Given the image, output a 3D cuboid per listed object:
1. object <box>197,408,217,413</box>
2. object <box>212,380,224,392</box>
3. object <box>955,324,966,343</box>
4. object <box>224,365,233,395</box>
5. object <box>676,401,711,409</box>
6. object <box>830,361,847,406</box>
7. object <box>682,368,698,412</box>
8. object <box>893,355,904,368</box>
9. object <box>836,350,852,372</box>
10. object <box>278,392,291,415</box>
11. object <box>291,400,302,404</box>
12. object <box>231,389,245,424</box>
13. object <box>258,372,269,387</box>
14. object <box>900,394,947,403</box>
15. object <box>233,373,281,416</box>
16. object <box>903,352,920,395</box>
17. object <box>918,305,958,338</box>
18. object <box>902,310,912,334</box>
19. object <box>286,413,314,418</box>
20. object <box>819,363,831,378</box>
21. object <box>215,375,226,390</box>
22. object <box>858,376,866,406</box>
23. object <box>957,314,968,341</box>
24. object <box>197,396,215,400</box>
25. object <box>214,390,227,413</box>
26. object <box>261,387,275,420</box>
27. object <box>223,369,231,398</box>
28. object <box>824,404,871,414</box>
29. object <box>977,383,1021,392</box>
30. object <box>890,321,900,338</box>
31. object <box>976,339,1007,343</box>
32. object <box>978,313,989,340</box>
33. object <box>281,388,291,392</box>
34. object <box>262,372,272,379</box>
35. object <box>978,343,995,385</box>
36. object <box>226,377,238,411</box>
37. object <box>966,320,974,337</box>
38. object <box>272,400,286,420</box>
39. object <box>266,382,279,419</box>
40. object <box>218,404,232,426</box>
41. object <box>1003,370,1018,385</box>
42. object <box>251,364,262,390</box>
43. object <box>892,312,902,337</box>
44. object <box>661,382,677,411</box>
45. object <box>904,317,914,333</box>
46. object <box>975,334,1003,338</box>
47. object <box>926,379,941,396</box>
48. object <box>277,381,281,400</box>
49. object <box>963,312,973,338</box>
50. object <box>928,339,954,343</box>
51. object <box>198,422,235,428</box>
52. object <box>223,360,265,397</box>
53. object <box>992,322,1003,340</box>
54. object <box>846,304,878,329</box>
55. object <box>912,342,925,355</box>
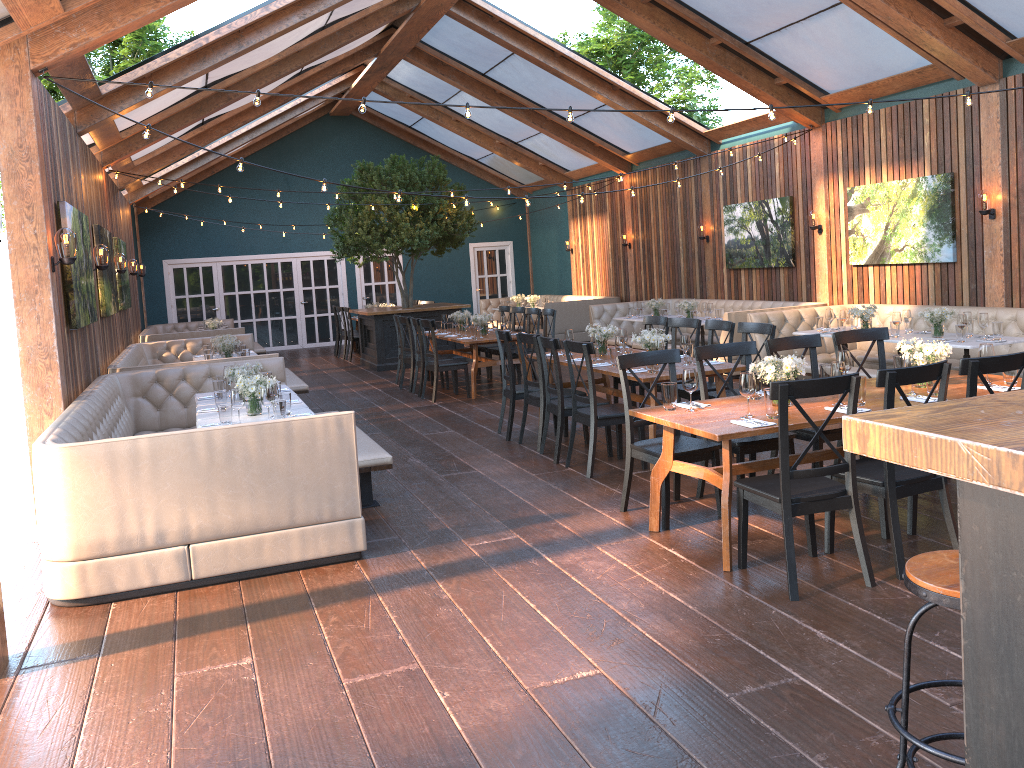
[{"bbox_3d":[-2.273,0.190,6.759,0.255,0.019,0.158,-6,8,-19],"label":"object"},{"bbox_3d":[-2.435,0.050,7.350,0.092,0.157,0.092,-7,6,-33],"label":"object"},{"bbox_3d":[4.080,-0.458,8.038,0.092,0.157,0.092,-7,6,-33],"label":"object"},{"bbox_3d":[-2.449,-0.035,7.669,0.092,0.243,0.093,-1,5,28],"label":"object"},{"bbox_3d":[1.078,0.123,5.258,0.158,0.019,0.256,-6,8,-19],"label":"object"},{"bbox_3d":[1.843,-0.003,4.993,0.092,0.243,0.093,-2,5,23],"label":"object"},{"bbox_3d":[1.028,0.035,5.091,0.092,0.243,0.093,-2,5,23],"label":"object"},{"bbox_3d":[2.528,-0.107,5.753,0.092,0.157,0.092,-3,5,7],"label":"object"},{"bbox_3d":[2.057,-0.083,5.477,0.092,0.243,0.093,-2,5,23],"label":"object"},{"bbox_3d":[-1.613,0.141,6.294,0.092,0.157,0.092,-7,6,-33],"label":"object"},{"bbox_3d":[-1.766,0.143,6.870,0.255,0.019,0.158,-6,8,-19],"label":"object"},{"bbox_3d":[-1.843,0.158,5.963,0.092,0.243,0.093,-2,5,23],"label":"object"},{"bbox_3d":[-1.933,0.036,6.905,0.092,0.243,0.093,-2,5,23],"label":"object"},{"bbox_3d":[2.313,0.077,5.015,0.158,0.019,0.256,-6,8,-19],"label":"object"},{"bbox_3d":[-1.863,0.067,6.397,0.336,0.308,0.331,2,8,44],"label":"object"},{"bbox_3d":[2.337,-0.059,5.171,0.092,0.243,0.093,-2,5,23],"label":"object"},{"bbox_3d":[4.113,-0.606,8.558,0.336,0.308,0.331,2,8,44],"label":"object"},{"bbox_3d":[4.047,-0.638,9.067,0.092,0.243,0.093,-2,5,23],"label":"object"},{"bbox_3d":[-1.508,0.222,6.166,0.255,0.019,0.158,-6,8,-19],"label":"object"},{"bbox_3d":[1.979,-0.044,5.550,0.092,0.157,0.092,-3,5,7],"label":"object"},{"bbox_3d":[-2.537,0.005,7.732,0.092,0.157,0.092,-7,6,-33],"label":"object"},{"bbox_3d":[1.936,0.040,4.949,0.092,0.157,0.092,-3,5,7],"label":"object"},{"bbox_3d":[4.137,-0.517,8.126,0.092,0.243,0.093,-2,5,23],"label":"object"},{"bbox_3d":[-2.531,0.108,7.487,0.255,0.019,0.158,-6,8,-19],"label":"object"},{"bbox_3d":[-2.177,0.133,6.622,0.092,0.157,0.092,-7,6,-33],"label":"object"},{"bbox_3d":[-1.644,0.145,5.967,0.092,0.243,0.093,-2,5,23],"label":"object"},{"bbox_3d":[-2.378,-0.008,7.438,0.092,0.243,0.093,-1,5,28],"label":"object"},{"bbox_3d":[1.821,0.132,4.843,0.158,0.019,0.256,-6,8,-19],"label":"object"},{"bbox_3d":[2.850,0.016,5.215,0.158,0.019,0.256,-6,8,-19],"label":"object"},{"bbox_3d":[3.803,-0.542,8.785,0.092,0.157,0.092,-7,6,-33],"label":"object"},{"bbox_3d":[4.302,-0.394,7.977,0.158,0.019,0.256,-6,8,-19],"label":"object"},{"bbox_3d":[4.336,-0.530,8.130,0.092,0.243,0.093,-2,5,23],"label":"object"},{"bbox_3d":[-2.040,0.058,7.622,0.255,0.019,0.158,-6,8,-19],"label":"object"},{"bbox_3d":[-2.145,-0.022,7.750,0.092,0.157,0.092,-7,6,-33],"label":"object"},{"bbox_3d":[2.885,-0.122,5.377,0.092,0.243,0.093,-2,5,23],"label":"object"},{"bbox_3d":[-2.120,0.074,6.710,0.092,0.243,0.093,-2,5,23],"label":"object"},{"bbox_3d":[4.367,-0.533,8.457,0.092,0.157,0.092,-7,6,-33],"label":"object"},{"bbox_3d":[-1.550,0.189,5.910,0.092,0.157,0.092,-7,6,-33],"label":"object"},{"bbox_3d":[-1.676,0.115,6.200,0.092,0.243,0.093,-2,5,23],"label":"object"},{"bbox_3d":[-1.901,0.216,5.875,0.092,0.157,0.092,-7,6,-33],"label":"object"},{"bbox_3d":[2.997,-0.078,5.321,0.092,0.157,0.092,-3,5,7],"label":"object"},{"bbox_3d":[-2.208,-0.049,7.656,0.092,0.243,0.093,-1,5,28],"label":"object"},{"bbox_3d":[3.861,-0.600,8.873,0.092,0.243,0.093,-2,5,23],"label":"object"},{"bbox_3d":[0.920,0.075,5.169,0.092,0.157,0.092,-3,5,7],"label":"object"},{"bbox_3d":[4.110,-0.612,9.161,0.092,0.157,0.092,-7,6,-33],"label":"object"},{"bbox_3d":[4.472,-0.452,8.329,0.255,0.019,0.158,-6,8,-19],"label":"object"},{"bbox_3d":[2.442,-0.015,5.120,0.092,0.157,0.092,-3,5,7],"label":"object"},{"bbox_3d":[-1.871,0.062,6.998,0.092,0.157,0.092,-7,6,-33],"label":"object"},{"bbox_3d":[4.305,-0.559,8.363,0.092,0.243,0.093,-2,5,23],"label":"object"},{"bbox_3d":[3.983,-0.400,8.175,0.255,0.019,0.158,-6,8,-19],"label":"object"},{"bbox_3d":[-1.997,0.274,6.013,0.255,0.019,0.158,-6,8,-19],"label":"object"},{"bbox_3d":[-2.209,-0.031,7.284,0.329,0.308,0.338,-3,6,2],"label":"object"},{"bbox_3d":[4.430,-0.485,8.073,0.092,0.157,0.092,-7,6,-33],"label":"object"},{"bbox_3d":[3.767,-0.704,9.445,0.329,0.308,0.338,-3,6,2],"label":"object"},{"bbox_3d":[2.613,-0.144,5.670,0.092,0.243,0.093,-2,5,23],"label":"object"}]
